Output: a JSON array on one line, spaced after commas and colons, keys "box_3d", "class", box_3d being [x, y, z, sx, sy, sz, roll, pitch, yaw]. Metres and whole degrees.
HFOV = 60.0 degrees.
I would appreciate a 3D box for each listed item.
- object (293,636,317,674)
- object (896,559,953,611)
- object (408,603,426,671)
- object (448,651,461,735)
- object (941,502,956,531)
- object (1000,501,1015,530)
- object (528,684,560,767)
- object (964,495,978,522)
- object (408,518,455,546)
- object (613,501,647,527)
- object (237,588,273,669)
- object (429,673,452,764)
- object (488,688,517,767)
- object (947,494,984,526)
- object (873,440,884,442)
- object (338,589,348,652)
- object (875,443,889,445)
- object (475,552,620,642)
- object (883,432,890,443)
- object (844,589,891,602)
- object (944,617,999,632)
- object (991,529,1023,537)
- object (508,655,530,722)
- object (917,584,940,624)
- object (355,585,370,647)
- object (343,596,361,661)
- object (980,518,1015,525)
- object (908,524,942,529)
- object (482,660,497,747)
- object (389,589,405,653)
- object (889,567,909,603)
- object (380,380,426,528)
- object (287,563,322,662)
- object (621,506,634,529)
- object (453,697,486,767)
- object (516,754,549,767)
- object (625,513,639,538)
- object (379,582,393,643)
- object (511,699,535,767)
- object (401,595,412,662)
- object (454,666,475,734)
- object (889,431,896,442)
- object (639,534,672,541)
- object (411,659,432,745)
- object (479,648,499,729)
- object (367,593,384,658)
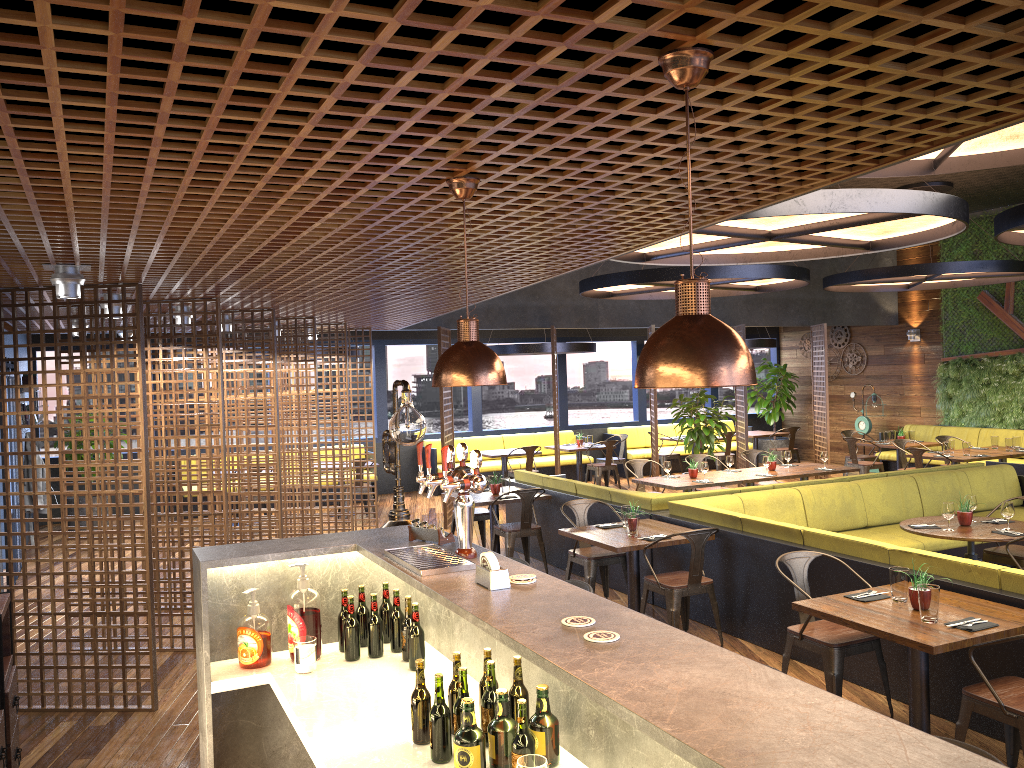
[{"box_3d": [-0.797, 1.046, 3.424, 0.088, 0.123, 0.088, -2, 1, -20], "class": "object"}, {"box_3d": [2.123, 1.041, 4.619, 0.238, 0.271, 0.260, -2, 1, -4], "class": "object"}, {"box_3d": [-0.367, 0.967, 3.401, 0.063, 0.254, 0.063, -1, 1, 37], "class": "object"}, {"box_3d": [-0.170, 0.969, 2.785, 0.063, 0.254, 0.063, -1, 1, 37], "class": "object"}, {"box_3d": [3.319, 1.007, 6.742, 0.097, 0.206, 0.097, -2, 1, 16], "class": "object"}, {"box_3d": [3.744, 0.994, 6.696, 0.097, 0.206, 0.097, -2, 1, 0], "class": "object"}, {"box_3d": [0.091, 0.979, 2.549, 0.088, 0.224, 0.088, -2, 1, -31], "class": "object"}, {"box_3d": [3.658, 0.992, 7.071, 0.097, 0.206, 0.097, -2, 1, 13], "class": "object"}, {"box_3d": [-0.323, 0.586, 3.548, 0.177, 0.091, 0.091, -1, 1, 40], "class": "object"}, {"box_3d": [0.974, 1.042, 7.088, 0.260, 0.271, 0.238, -2, 1, -24], "class": "object"}, {"box_3d": [-1.022, 0.962, 3.515, 0.133, 0.301, 0.133, -2, 1, -20], "class": "object"}, {"box_3d": [-0.210, 0.973, 2.589, 0.063, 0.254, 0.063, -1, 1, 28], "class": "object"}, {"box_3d": [-0.025, 0.983, 2.527, 0.088, 0.224, 0.088, -2, 1, 4], "class": "object"}, {"box_3d": [3.516, 0.963, 6.890, 0.238, 0.271, 0.260, -2, 1, -4], "class": "object"}, {"box_3d": [5.887, 0.909, 14.113, 0.255, 0.019, 0.157, -2, 1, -26], "class": "object"}, {"box_3d": [-0.687, 0.974, 3.661, 0.063, 0.254, 0.063, -2, 1, -33], "class": "object"}, {"box_3d": [5.728, 0.920, 13.721, 0.157, 0.019, 0.255, -2, 1, -26], "class": "object"}, {"box_3d": [0.126, 0.579, 2.545, 0.200, 0.106, 0.766, -2, 1, -25], "class": "object"}, {"box_3d": [5.847, 0.835, 13.834, 0.102, 0.178, 0.102, -3, 1, -40], "class": "object"}, {"box_3d": [1.981, 1.167, 4.911, 0.255, 0.019, 0.157, -2, 1, -26], "class": "object"}, {"box_3d": [2.224, 1.168, 4.320, 0.255, 0.019, 0.157, -2, 1, -26], "class": "object"}, {"box_3d": [3.658, 1.093, 6.547, 0.157, 0.019, 0.255, -2, 1, -18], "class": "object"}, {"box_3d": [0.020, 0.964, 2.725, 0.063, 0.254, 0.063, -1, 1, 37], "class": "object"}, {"box_3d": [2.070, 1.092, 4.402, 0.102, 0.178, 0.102, -2, 1, 10], "class": "object"}, {"box_3d": [-0.628, 0.971, 3.722, 0.063, 0.254, 0.063, -2, 1, 17], "class": "object"}, {"box_3d": [-0.640, 0.973, 3.540, 0.063, 0.254, 0.063, -2, 1, -38], "class": "object"}, {"box_3d": [3.817, 1.082, 6.995, 0.255, 0.019, 0.157, -2, 1, -23], "class": "object"}, {"box_3d": [3.225, 1.102, 6.888, 0.255, 0.019, 0.157, -2, 1, 7], "class": "object"}, {"box_3d": [-0.060, 0.967, 2.687, 0.063, 0.254, 0.063, -2, 1, -22], "class": "object"}, {"box_3d": [-0.470, 0.967, 3.632, 0.063, 0.254, 0.063, -1, 1, 37], "class": "object"}, {"box_3d": [2.093, 1.086, 4.789, 0.102, 0.178, 0.102, -3, 1, -40], "class": "object"}, {"box_3d": [-0.651, 0.448, 5.134, 0.263, 0.944, 0.566, -2, 1, -33], "class": "object"}, {"box_3d": [-0.834, 0.913, 3.564, 0.133, 0.385, 0.133, -2, 1, 14], "class": "object"}, {"box_3d": [0.942, 1.087, 7.232, 0.102, 0.178, 0.102, -3, 1, -40], "class": "object"}, {"box_3d": [-0.118, 0.987, 2.464, 0.088, 0.224, 0.088, -2, 1, 19], "class": "object"}, {"box_3d": [0.051, 0.996, 2.103, 0.097, 0.206, 0.097, -2, 1, 6], "class": "object"}, {"box_3d": [0.932, 1.093, 6.856, 0.102, 0.178, 0.102, -3, 1, -40], "class": "object"}, {"box_3d": [-0.532, 0.967, 3.764, 0.063, 0.254, 0.063, -1, 1, 37], "class": "object"}, {"box_3d": [0.030, 0.969, 2.364, 0.063, 0.254, 0.063, -2, 1, -37], "class": "object"}, {"box_3d": [-0.407, 0.967, 3.513, 0.063, 0.254, 0.063, -2, 1, 3], "class": "object"}, {"box_3d": [-0.142, 0.970, 2.639, 0.063, 0.254, 0.063, -2, 1, 3], "class": "object"}, {"box_3d": [5.998, 0.828, 13.990, 0.102, 0.178, 0.102, -2, 1, 10], "class": "object"}, {"box_3d": [1.074, 1.170, 6.764, 0.255, 0.019, 0.157, -2, 1, -26], "class": "object"}, {"box_3d": [-0.279, 0.973, 2.723, 0.063, 0.254, 0.063, -2, 1, 17], "class": "object"}, {"box_3d": [-0.074, 0.965, 2.811, 0.063, 0.254, 0.063, -2, 1, -28], "class": "object"}, {"box_3d": [-0.552, 0.970, 3.570, 0.063, 0.254, 0.063, -2, 1, -33], "class": "object"}]
